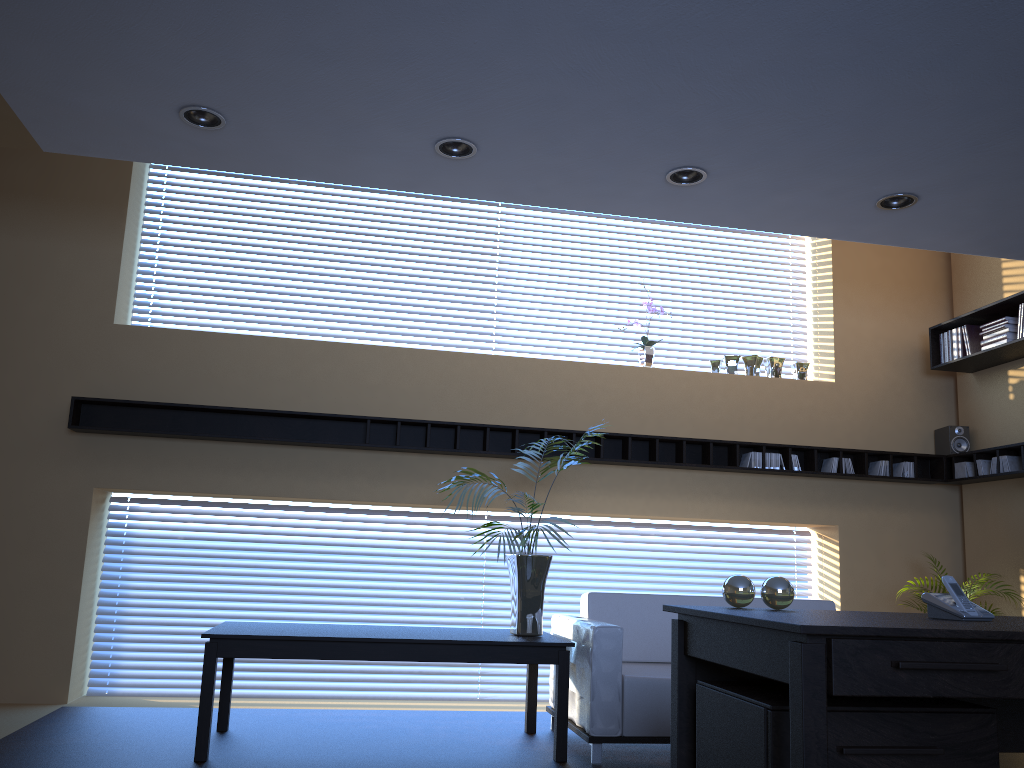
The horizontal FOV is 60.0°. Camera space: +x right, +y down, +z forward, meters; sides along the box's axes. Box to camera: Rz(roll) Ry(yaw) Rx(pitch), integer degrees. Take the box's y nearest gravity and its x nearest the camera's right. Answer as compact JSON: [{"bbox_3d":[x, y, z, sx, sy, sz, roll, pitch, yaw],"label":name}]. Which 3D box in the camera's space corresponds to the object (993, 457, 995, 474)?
[{"bbox_3d":[3.570,0.598,6.452,0.142,0.119,0.030,4,-10,-10],"label":"object"}]

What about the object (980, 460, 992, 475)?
[{"bbox_3d":[3.548,0.622,6.570,0.142,0.118,0.040,4,-10,-10],"label":"object"}]

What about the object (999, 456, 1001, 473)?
[{"bbox_3d":[3.582,0.585,6.388,0.142,0.119,0.009,4,-10,-10],"label":"object"}]

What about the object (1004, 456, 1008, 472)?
[{"bbox_3d":[3.591,0.576,6.338,0.142,0.119,0.030,4,-10,-10],"label":"object"}]

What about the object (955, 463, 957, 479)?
[{"bbox_3d":[3.495,0.675,6.850,0.142,0.119,0.009,4,-10,-10],"label":"object"}]

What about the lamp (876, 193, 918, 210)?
[{"bbox_3d":[2.094,-1.033,4.826,0.208,0.096,0.210,8,-13,-27],"label":"lamp"}]

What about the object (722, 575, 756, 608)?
[{"bbox_3d":[0.731,0.668,2.858,0.105,0.105,0.106,1,-11,9],"label":"object"}]

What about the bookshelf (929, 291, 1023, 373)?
[{"bbox_3d":[3.938,-0.752,4.541,0.361,0.339,5.147,4,-12,-10],"label":"bookshelf"}]

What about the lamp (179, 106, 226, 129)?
[{"bbox_3d":[-1.462,-1.303,4.203,0.209,0.096,0.209,4,-11,-10],"label":"lamp"}]

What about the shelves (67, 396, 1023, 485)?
[{"bbox_3d":[0.423,0.351,5.984,6.624,0.212,1.255,4,-12,-10],"label":"shelves"}]

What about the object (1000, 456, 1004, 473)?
[{"bbox_3d":[3.584,0.583,6.379,0.142,0.119,0.009,4,-10,-10],"label":"object"}]

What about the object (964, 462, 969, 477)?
[{"bbox_3d":[3.514,0.656,6.750,0.142,0.119,0.009,4,-10,-10],"label":"object"}]

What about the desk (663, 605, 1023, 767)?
[{"bbox_3d":[1.483,1.132,2.505,1.895,0.886,0.918,4,-11,-10],"label":"desk"}]

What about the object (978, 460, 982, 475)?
[{"bbox_3d":[3.543,0.626,6.595,0.142,0.119,0.030,4,-10,-10],"label":"object"}]

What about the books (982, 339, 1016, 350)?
[{"bbox_3d":[3.562,-0.265,6.384,0.207,0.050,0.259,4,-12,-9],"label":"books"}]

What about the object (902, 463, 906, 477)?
[{"bbox_3d":[3.041,0.678,6.954,0.009,0.119,0.143,4,-11,-10],"label":"object"}]

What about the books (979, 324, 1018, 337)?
[{"bbox_3d":[3.562,-0.382,6.412,0.207,0.028,0.259,4,-12,-9],"label":"books"}]

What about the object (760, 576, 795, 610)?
[{"bbox_3d":[0.846,0.666,2.827,0.105,0.105,0.106,1,-11,9],"label":"object"}]

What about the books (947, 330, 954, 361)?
[{"bbox_3d":[3.475,-0.278,6.862,0.207,0.257,0.050,4,-10,-11],"label":"books"}]

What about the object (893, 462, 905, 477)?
[{"bbox_3d":[3.018,0.677,6.944,0.040,0.118,0.143,4,-11,-10],"label":"object"}]

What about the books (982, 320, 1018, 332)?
[{"bbox_3d":[3.580,-0.411,6.407,0.207,0.028,0.259,4,-12,-10],"label":"books"}]

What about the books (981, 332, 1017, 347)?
[{"bbox_3d":[3.567,-0.313,6.404,0.207,0.050,0.259,4,-12,-11],"label":"books"}]

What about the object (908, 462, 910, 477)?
[{"bbox_3d":[3.072,0.679,6.952,0.009,0.119,0.143,4,-11,-10],"label":"object"}]

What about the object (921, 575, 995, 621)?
[{"bbox_3d":[1.323,0.635,2.636,0.130,0.126,0.147,7,-12,-25],"label":"object"}]

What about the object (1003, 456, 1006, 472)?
[{"bbox_3d":[3.589,0.578,6.348,0.142,0.119,0.030,4,-10,-10],"label":"object"}]

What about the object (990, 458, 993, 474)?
[{"bbox_3d":[3.565,0.604,6.476,0.142,0.118,0.040,4,-10,-10],"label":"object"}]

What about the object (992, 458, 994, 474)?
[{"bbox_3d":[3.568,0.600,6.462,0.142,0.119,0.030,4,-10,-10],"label":"object"}]

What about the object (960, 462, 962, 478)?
[{"bbox_3d":[3.505,0.666,6.799,0.142,0.119,0.009,4,-10,-10],"label":"object"}]

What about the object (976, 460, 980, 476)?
[{"bbox_3d":[3.539,0.630,6.615,0.142,0.119,0.030,4,-10,-10],"label":"object"}]

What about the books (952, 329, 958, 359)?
[{"bbox_3d":[3.492,-0.288,6.812,0.207,0.257,0.050,4,-10,-10],"label":"books"}]

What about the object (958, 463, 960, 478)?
[{"bbox_3d":[3.501,0.669,6.819,0.142,0.119,0.009,4,-10,-10],"label":"object"}]

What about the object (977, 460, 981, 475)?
[{"bbox_3d":[3.541,0.628,6.605,0.142,0.119,0.030,4,-10,-10],"label":"object"}]

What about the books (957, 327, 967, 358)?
[{"bbox_3d":[3.502,-0.297,6.762,0.207,0.257,0.050,4,-10,-10],"label":"books"}]

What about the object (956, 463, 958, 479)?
[{"bbox_3d":[3.497,0.673,6.840,0.142,0.119,0.009,4,-10,-10],"label":"object"}]

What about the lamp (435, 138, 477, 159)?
[{"bbox_3d":[-0.277,-1.213,4.411,0.208,0.096,0.209,12,-15,-39],"label":"lamp"}]

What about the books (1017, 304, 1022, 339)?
[{"bbox_3d":[3.616,-0.414,6.165,0.207,0.258,0.075,4,-10,-10],"label":"books"}]

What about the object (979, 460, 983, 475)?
[{"bbox_3d":[3.545,0.624,6.585,0.142,0.119,0.030,4,-10,-10],"label":"object"}]

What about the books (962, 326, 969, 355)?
[{"bbox_3d":[3.517,-0.309,6.702,0.207,0.258,0.075,4,-10,-11],"label":"books"}]

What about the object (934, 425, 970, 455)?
[{"bbox_3d":[3.490,0.462,7.022,0.159,0.228,0.255,2,-11,0],"label":"object"}]

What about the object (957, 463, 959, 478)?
[{"bbox_3d":[3.499,0.672,6.830,0.142,0.119,0.009,4,-10,-10],"label":"object"}]

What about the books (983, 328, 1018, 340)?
[{"bbox_3d":[3.582,-0.355,6.400,0.207,0.028,0.259,4,-12,-10],"label":"books"}]

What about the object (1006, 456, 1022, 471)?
[{"bbox_3d":[3.596,0.572,6.314,0.142,0.118,0.040,4,-10,-10],"label":"object"}]

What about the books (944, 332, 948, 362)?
[{"bbox_3d":[3.476,-0.268,6.914,0.207,0.257,0.050,4,-10,-11],"label":"books"}]

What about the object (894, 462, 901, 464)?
[{"bbox_3d":[3.019,0.677,6.941,0.041,0.122,0.143,4,-11,-10],"label":"object"}]

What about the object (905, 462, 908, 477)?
[{"bbox_3d":[3.052,0.678,6.949,0.009,0.119,0.143,4,-11,-10],"label":"object"}]

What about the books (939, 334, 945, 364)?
[{"bbox_3d":[3.463,-0.258,6.964,0.207,0.257,0.050,4,-10,-10],"label":"books"}]

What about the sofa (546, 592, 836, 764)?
[{"bbox_3d":[1.327,1.711,5.286,2.057,0.844,1.019,4,-11,-10],"label":"sofa"}]

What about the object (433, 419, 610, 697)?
[{"bbox_3d":[0.149,1.237,5.701,1.040,1.851,1.905,0,-11,10],"label":"object"}]

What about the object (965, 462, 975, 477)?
[{"bbox_3d":[3.519,0.653,6.726,0.142,0.118,0.040,4,-10,-10],"label":"object"}]

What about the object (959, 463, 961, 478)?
[{"bbox_3d":[3.503,0.668,6.809,0.142,0.119,0.009,4,-10,-10],"label":"object"}]

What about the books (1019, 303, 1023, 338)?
[{"bbox_3d":[3.615,-0.421,6.134,0.207,0.258,0.075,4,-10,-10],"label":"books"}]

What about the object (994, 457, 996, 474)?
[{"bbox_3d":[3.572,0.596,6.442,0.142,0.119,0.030,4,-10,-10],"label":"object"}]

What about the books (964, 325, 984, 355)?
[{"bbox_3d":[3.517,-0.316,6.670,0.207,0.258,0.075,4,-10,-11],"label":"books"}]

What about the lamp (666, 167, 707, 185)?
[{"bbox_3d":[0.909,-1.123,4.619,0.208,0.096,0.209,12,-15,-39],"label":"lamp"}]

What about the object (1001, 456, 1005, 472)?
[{"bbox_3d":[3.587,0.580,6.358,0.142,0.119,0.030,4,-10,-10],"label":"object"}]

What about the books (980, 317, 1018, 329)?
[{"bbox_3d":[3.576,-0.435,6.433,0.207,0.028,0.259,4,-12,-10],"label":"books"}]

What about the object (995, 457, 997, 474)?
[{"bbox_3d":[3.574,0.594,6.432,0.142,0.119,0.030,4,-10,-10],"label":"object"}]

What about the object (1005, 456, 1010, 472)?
[{"bbox_3d":[3.593,0.574,6.328,0.142,0.119,0.030,4,-10,-10],"label":"object"}]
